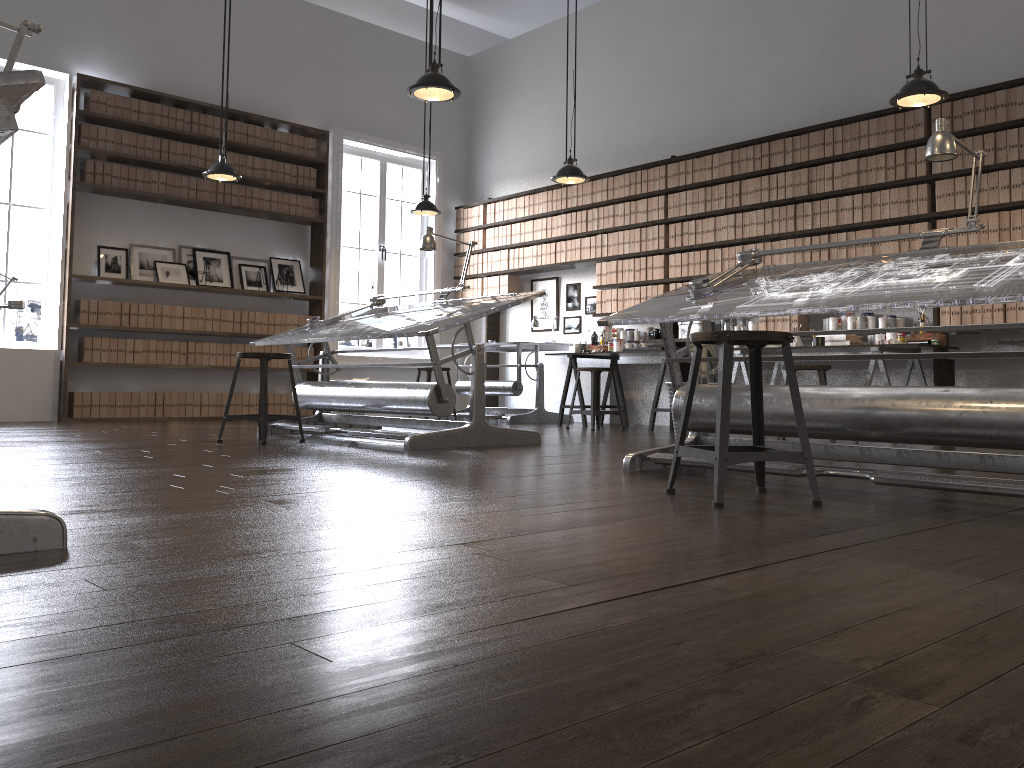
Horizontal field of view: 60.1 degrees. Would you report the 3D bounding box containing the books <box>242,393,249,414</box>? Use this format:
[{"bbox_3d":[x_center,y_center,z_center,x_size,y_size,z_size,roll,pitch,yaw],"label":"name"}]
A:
[{"bbox_3d":[-2.657,0.203,8.714,0.067,0.226,0.174,4,-3,-42],"label":"books"}]

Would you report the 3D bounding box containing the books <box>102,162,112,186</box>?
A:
[{"bbox_3d":[-3.645,-1.851,7.922,0.066,0.226,0.174,4,-3,-42],"label":"books"}]

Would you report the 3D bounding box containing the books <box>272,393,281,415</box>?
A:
[{"bbox_3d":[-2.407,0.208,8.944,0.066,0.226,0.174,4,-3,-42],"label":"books"}]

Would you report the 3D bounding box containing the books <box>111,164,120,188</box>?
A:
[{"bbox_3d":[-3.589,-1.850,7.966,0.066,0.226,0.174,4,-3,-42],"label":"books"}]

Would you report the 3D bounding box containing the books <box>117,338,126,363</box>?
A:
[{"bbox_3d":[-3.534,-0.296,7.952,0.066,0.226,0.174,4,-3,-42],"label":"books"}]

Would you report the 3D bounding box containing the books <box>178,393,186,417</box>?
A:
[{"bbox_3d":[-3.125,0.194,8.291,0.067,0.226,0.174,4,-3,-42],"label":"books"}]

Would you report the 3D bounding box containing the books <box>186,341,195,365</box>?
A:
[{"bbox_3d":[-3.065,-0.287,8.368,0.067,0.226,0.174,4,-3,-42],"label":"books"}]

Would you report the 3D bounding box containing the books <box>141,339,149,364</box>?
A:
[{"bbox_3d":[-3.381,-0.293,8.089,0.066,0.226,0.174,4,-3,-42],"label":"books"}]

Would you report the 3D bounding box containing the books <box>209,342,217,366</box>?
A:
[{"bbox_3d":[-2.909,-0.284,8.511,0.066,0.226,0.174,4,-3,-42],"label":"books"}]

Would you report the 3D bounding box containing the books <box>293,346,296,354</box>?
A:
[{"bbox_3d":[-2.287,-0.272,9.065,0.067,0.226,0.174,4,-3,-42],"label":"books"}]

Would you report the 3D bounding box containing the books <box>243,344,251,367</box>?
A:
[{"bbox_3d":[-2.647,-0.279,8.742,0.066,0.226,0.174,4,-3,-42],"label":"books"}]

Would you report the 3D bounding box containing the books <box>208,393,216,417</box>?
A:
[{"bbox_3d":[-2.911,0.199,8.488,0.066,0.226,0.174,4,-3,-42],"label":"books"}]

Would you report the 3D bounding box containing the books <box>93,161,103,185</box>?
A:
[{"bbox_3d":[-3.697,-1.852,7.867,0.067,0.226,0.174,4,-3,-42],"label":"books"}]

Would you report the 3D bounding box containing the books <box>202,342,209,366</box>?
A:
[{"bbox_3d":[-2.961,-0.285,8.460,0.066,0.226,0.174,4,-3,-42],"label":"books"}]

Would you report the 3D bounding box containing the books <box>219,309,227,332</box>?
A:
[{"bbox_3d":[-2.833,-0.605,8.589,0.067,0.226,0.174,4,-3,-42],"label":"books"}]

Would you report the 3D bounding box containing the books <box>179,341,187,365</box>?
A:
[{"bbox_3d":[-3.125,-0.288,8.322,0.066,0.226,0.174,4,-3,-42],"label":"books"}]

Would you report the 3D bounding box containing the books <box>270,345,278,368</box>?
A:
[{"bbox_3d":[-2.438,-0.275,8.931,0.067,0.226,0.174,4,-3,-42],"label":"books"}]

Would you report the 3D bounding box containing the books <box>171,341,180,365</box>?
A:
[{"bbox_3d":[-3.174,-0.289,8.271,0.066,0.226,0.174,4,-3,-42],"label":"books"}]

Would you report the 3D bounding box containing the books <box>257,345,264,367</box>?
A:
[{"bbox_3d":[-2.546,-0.277,8.842,0.066,0.226,0.174,4,-3,-42],"label":"books"}]

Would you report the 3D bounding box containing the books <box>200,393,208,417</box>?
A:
[{"bbox_3d":[-2.963,0.197,8.439,0.067,0.226,0.174,4,-3,-42],"label":"books"}]

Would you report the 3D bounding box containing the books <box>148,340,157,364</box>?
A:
[{"bbox_3d":[-3.329,-0.292,8.130,0.067,0.226,0.174,4,-3,-42],"label":"books"}]

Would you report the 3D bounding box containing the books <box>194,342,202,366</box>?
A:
[{"bbox_3d":[-3.014,-0.286,8.421,0.066,0.226,0.174,4,-3,-42],"label":"books"}]

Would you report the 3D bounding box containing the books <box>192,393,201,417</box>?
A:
[{"bbox_3d":[-3.020,0.196,8.390,0.066,0.226,0.174,4,-3,-42],"label":"books"}]

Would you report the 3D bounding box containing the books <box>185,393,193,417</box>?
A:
[{"bbox_3d":[-3.071,0.195,8.339,0.066,0.226,0.174,4,-3,-42],"label":"books"}]

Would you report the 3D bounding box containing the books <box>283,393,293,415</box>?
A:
[{"bbox_3d":[-2.302,0.210,9.040,0.066,0.226,0.174,4,-3,-42],"label":"books"}]

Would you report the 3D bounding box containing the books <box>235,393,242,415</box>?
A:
[{"bbox_3d":[-2.712,0.202,8.670,0.066,0.226,0.174,4,-3,-42],"label":"books"}]

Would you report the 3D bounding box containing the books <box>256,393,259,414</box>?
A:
[{"bbox_3d":[-2.559,0.205,8.806,0.066,0.226,0.174,4,-3,-42],"label":"books"}]

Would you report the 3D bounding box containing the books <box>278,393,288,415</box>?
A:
[{"bbox_3d":[-2.352,0.209,8.989,0.066,0.226,0.174,4,-3,-42],"label":"books"}]

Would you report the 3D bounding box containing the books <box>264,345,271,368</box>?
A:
[{"bbox_3d":[-2.493,-0.276,8.887,0.066,0.226,0.174,4,-3,-42],"label":"books"}]

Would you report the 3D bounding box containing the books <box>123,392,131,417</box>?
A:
[{"bbox_3d":[-3.494,0.187,7.968,0.066,0.226,0.174,4,-3,-42],"label":"books"}]

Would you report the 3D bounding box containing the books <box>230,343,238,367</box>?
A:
[{"bbox_3d":[-2.750,-0.281,8.655,0.066,0.226,0.174,4,-3,-42],"label":"books"}]

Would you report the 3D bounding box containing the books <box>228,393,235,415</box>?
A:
[{"bbox_3d":[-2.765,0.201,8.624,0.066,0.226,0.174,4,-3,-42],"label":"books"}]

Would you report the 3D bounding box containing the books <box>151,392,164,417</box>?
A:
[{"bbox_3d":[-3.277,0.191,8.157,0.067,0.226,0.174,4,-3,-42],"label":"books"}]

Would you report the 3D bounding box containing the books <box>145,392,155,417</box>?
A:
[{"bbox_3d":[-3.336,0.190,8.111,0.066,0.226,0.174,4,-3,-42],"label":"books"}]

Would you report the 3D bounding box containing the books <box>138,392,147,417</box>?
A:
[{"bbox_3d":[-3.386,0.189,8.060,0.066,0.226,0.174,4,-3,-42],"label":"books"}]

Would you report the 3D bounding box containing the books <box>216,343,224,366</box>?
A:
[{"bbox_3d":[-2.860,-0.283,8.560,0.066,0.226,0.174,4,-3,-42],"label":"books"}]

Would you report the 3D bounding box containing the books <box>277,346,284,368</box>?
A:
[{"bbox_3d":[-2.386,-0.274,8.981,0.066,0.226,0.174,4,-3,-42],"label":"books"}]

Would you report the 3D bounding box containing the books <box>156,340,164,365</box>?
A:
[{"bbox_3d":[-3.283,-0.291,8.179,0.066,0.226,0.174,4,-3,-42],"label":"books"}]

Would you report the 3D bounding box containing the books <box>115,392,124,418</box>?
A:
[{"bbox_3d":[-3.540,0.187,7.919,0.067,0.226,0.174,4,-3,-42],"label":"books"}]

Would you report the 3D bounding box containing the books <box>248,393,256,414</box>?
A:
[{"bbox_3d":[-2.605,0.204,8.763,0.066,0.226,0.174,4,-3,-42],"label":"books"}]

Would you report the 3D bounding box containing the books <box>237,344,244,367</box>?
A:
[{"bbox_3d":[-2.700,-0.280,8.694,0.067,0.226,0.174,4,-3,-42],"label":"books"}]

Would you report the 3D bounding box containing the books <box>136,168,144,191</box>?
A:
[{"bbox_3d":[-3.433,-1.847,8.104,0.067,0.226,0.174,4,-3,-42],"label":"books"}]

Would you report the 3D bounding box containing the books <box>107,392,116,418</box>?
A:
[{"bbox_3d":[-3.593,0.185,7.878,0.066,0.226,0.174,4,-3,-42],"label":"books"}]

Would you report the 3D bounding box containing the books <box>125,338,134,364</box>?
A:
[{"bbox_3d":[-3.480,-0.295,7.996,0.067,0.226,0.174,4,-3,-42],"label":"books"}]

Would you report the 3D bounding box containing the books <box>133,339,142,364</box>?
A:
[{"bbox_3d":[-3.427,-0.294,8.045,0.066,0.226,0.174,4,-3,-42],"label":"books"}]

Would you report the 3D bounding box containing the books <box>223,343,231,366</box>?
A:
[{"bbox_3d":[-2.807,-0.282,8.606,0.066,0.226,0.174,4,-3,-42],"label":"books"}]

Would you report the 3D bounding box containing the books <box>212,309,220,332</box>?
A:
[{"bbox_3d":[-2.886,-0.607,8.541,0.066,0.226,0.174,4,-3,-42],"label":"books"}]

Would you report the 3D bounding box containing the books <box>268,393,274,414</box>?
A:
[{"bbox_3d":[-2.460,0.207,8.897,0.066,0.226,0.174,4,-3,-42],"label":"books"}]

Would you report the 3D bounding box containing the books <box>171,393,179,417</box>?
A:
[{"bbox_3d":[-3.175,0.193,8.252,0.066,0.226,0.174,4,-3,-42],"label":"books"}]

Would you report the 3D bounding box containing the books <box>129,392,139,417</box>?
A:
[{"bbox_3d":[-3.441,0.188,8.016,0.066,0.226,0.174,4,-3,-42],"label":"books"}]

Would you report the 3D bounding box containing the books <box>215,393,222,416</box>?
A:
[{"bbox_3d":[-2.865,0.199,8.532,0.066,0.226,0.174,4,-3,-42],"label":"books"}]

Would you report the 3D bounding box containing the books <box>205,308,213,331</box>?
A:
[{"bbox_3d":[-2.942,-0.608,8.495,0.066,0.226,0.174,4,-3,-42],"label":"books"}]

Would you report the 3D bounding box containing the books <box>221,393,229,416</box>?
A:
[{"bbox_3d":[-2.812,0.200,8.573,0.067,0.226,0.174,4,-3,-42],"label":"books"}]

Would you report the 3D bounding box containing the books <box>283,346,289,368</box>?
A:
[{"bbox_3d":[-2.340,-0.273,9.024,0.066,0.226,0.174,4,-3,-42],"label":"books"}]

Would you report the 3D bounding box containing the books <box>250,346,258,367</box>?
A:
[{"bbox_3d":[-2.595,-0.278,8.793,0.066,0.226,0.174,4,-3,-42],"label":"books"}]

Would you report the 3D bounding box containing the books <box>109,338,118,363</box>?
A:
[{"bbox_3d":[-3.588,-0.297,7.906,0.066,0.226,0.174,4,-3,-42],"label":"books"}]

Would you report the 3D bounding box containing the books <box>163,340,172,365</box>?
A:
[{"bbox_3d":[-3.230,-0.290,8.226,0.066,0.226,0.174,4,-3,-42],"label":"books"}]

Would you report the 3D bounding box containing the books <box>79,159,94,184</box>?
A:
[{"bbox_3d":[-3.756,-1.853,7.822,0.066,0.226,0.174,4,-3,-42],"label":"books"}]

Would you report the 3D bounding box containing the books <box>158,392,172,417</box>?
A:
[{"bbox_3d":[-3.225,0.193,8.210,0.066,0.226,0.174,4,-3,-42],"label":"books"}]
